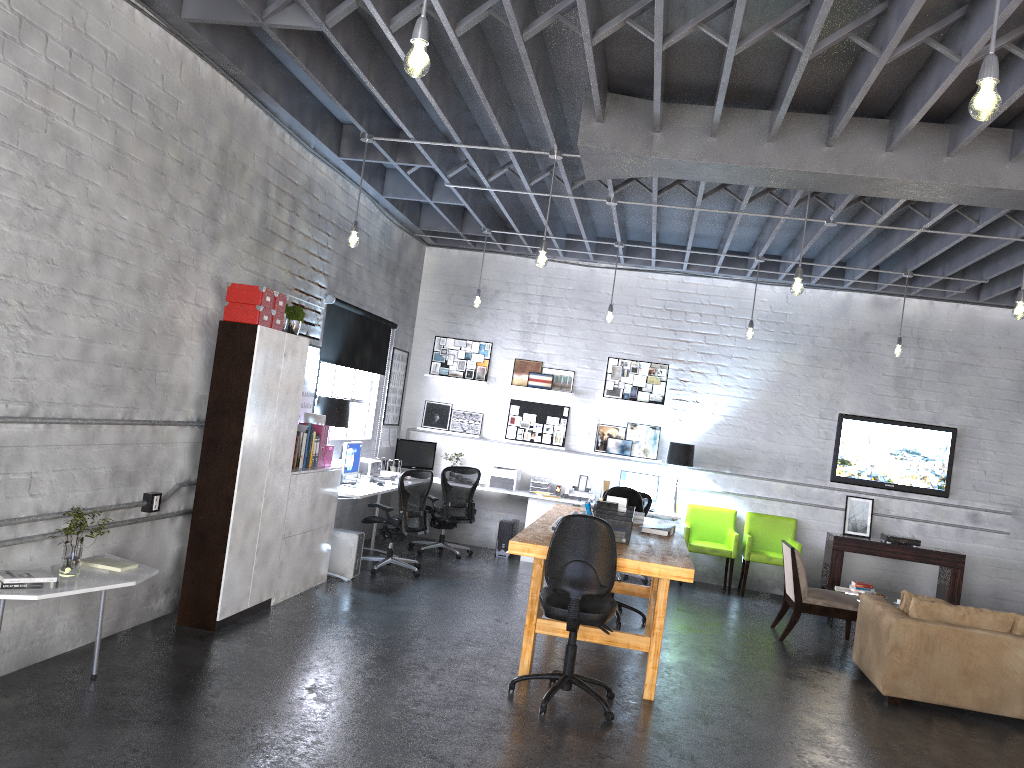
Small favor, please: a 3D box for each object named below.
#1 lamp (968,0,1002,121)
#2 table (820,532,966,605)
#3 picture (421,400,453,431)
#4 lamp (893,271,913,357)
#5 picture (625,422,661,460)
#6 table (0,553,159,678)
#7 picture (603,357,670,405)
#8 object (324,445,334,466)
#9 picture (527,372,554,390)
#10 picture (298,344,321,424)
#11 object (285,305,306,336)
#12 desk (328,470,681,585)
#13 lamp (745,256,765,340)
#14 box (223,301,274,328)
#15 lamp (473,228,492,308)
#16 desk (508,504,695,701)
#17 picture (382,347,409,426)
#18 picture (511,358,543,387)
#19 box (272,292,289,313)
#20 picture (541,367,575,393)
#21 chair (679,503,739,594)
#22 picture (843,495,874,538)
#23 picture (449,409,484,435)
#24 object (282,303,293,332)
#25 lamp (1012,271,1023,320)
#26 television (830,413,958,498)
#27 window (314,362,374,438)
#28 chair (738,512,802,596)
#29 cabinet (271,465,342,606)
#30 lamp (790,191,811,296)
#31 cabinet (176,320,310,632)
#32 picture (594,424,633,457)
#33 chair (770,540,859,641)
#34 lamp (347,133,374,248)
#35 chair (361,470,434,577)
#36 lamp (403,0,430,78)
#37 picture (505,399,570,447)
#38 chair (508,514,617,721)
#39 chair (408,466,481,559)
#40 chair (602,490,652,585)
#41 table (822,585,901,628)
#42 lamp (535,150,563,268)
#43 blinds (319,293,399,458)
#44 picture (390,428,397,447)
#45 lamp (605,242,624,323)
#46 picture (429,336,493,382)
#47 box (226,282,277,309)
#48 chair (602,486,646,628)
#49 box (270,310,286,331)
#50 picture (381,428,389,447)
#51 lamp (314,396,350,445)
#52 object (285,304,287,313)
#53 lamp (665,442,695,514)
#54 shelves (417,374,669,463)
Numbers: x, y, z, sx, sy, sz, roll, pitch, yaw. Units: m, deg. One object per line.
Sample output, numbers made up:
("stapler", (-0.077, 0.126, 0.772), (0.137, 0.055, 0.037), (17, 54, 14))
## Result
("lamp", (1.538, -1.262, 2.792), (0.104, 0.878, 0.104), (7, -1, 27))
("table", (4.307, 2.219, 10.103), (1.410, 0.819, 0.404), (7, -1, 9))
("picture", (-0.947, 0.398, 11.172), (0.355, 0.343, 0.042), (7, -1, 9))
("lamp", (4.010, -0.711, 9.101), (0.104, 0.878, 0.104), (8, -1, -37))
("picture", (1.579, 0.694, 10.765), (0.409, 0.408, 0.047), (8, -1, 9))
("table", (-2.319, 1.277, 4.622), (0.517, 0.532, 1.337), (8, -2, 9))
("picture", (1.510, -0.036, 10.799), (0.749, 0.503, 0.058), (7, -1, 9))
("object", (-1.711, 0.617, 7.826), (0.214, 0.177, 0.161), (7, -1, 9))
("picture", (0.347, -0.033, 10.969), (0.311, 0.196, 0.029), (7, -1, 9))
("picture", (-1.866, 0.027, 7.948), (0.020, 0.780, 0.607), (8, -1, 9))
("object", (-1.648, -0.480, 6.694), (0.169, 0.240, 0.171), (8, -1, 8))
("desk", (-0.037, 1.620, 9.334), (3.573, 0.785, 3.301), (7, -2, 9))
("lamp", (2.553, -0.900, 9.335), (0.104, 0.878, 0.104), (8, -1, 9))
("box", (-1.790, -0.468, 6.012), (0.270, 0.131, 0.206), (7, -2, 9))
("lamp", (-0.333, -1.276, 9.797), (0.104, 0.878, 0.104), (8, -1, 9))
("desk", (0.683, 1.556, 6.683), (1.114, 0.926, 2.834), (7, -2, 9))
("picture", (-1.408, 0.043, 10.778), (0.020, 0.935, 0.659), (8, -1, 9))
("picture", (0.184, -0.128, 11.016), (0.355, 0.343, 0.042), (7, -1, 9))
("box", (-1.742, -0.586, 6.220), (0.268, 0.133, 0.206), (7, -2, 9))
("picture", (0.556, -0.046, 10.952), (0.409, 0.277, 0.036), (7, -1, 9))
("chair", (2.299, 1.904, 10.368), (0.611, 0.920, 0.516), (8, -1, 9))
("picture", (4.033, 1.545, 10.323), (0.308, 0.457, 0.092), (8, -1, 9))
("picture", (-0.575, 0.480, 11.108), (0.409, 0.277, 0.036), (7, -1, 9))
("object", (-1.716, -0.494, 6.554), (0.169, 0.240, 0.171), (9, -2, -42))
("lamp", (3.546, -0.876, 6.111), (0.104, 0.878, 0.104), (8, -1, -37))
("television", (4.429, 0.828, 10.304), (1.323, 0.816, 0.021), (7, -1, 9))
("window", (-1.746, -0.042, 9.222), (0.030, 1.219, 1.823), (8, -2, 9))
("chair", (2.979, 1.993, 10.259), (0.611, 0.920, 0.516), (8, -1, 9))
("cabinet", (-1.890, 1.181, 7.346), (0.465, 1.021, 1.152), (8, -2, 9))
("lamp", (2.089, -1.066, 6.344), (0.104, 0.878, 0.104), (8, -1, 9))
("cabinet", (-1.884, 0.629, 6.316), (0.291, 2.046, 0.873), (8, -1, 9))
("picture", (1.244, 0.682, 10.809), (0.452, 0.345, 0.054), (7, -1, 9))
("chair", (2.844, 1.943, 8.176), (0.724, 0.842, 0.575), (8, -1, 9))
("lamp", (-1.178, -1.491, 6.868), (0.104, 0.878, 0.104), (8, -1, 9))
("chair", (-1.168, 1.323, 8.759), (0.752, 1.031, 0.732), (7, -1, 13))
("lamp", (-0.278, -1.499, 3.083), (0.104, 0.878, 0.104), (7, -1, 27))
("picture", (0.313, 0.481, 10.965), (0.749, 0.503, 0.058), (7, -1, 9))
("chair", (0.373, 1.350, 5.417), (0.659, 1.164, 0.687), (8, -1, 7))
("chair", (-0.774, 1.424, 10.171), (0.752, 1.031, 0.733), (7, -2, 33))
("chair", (1.176, 1.684, 10.014), (0.732, 1.031, 0.752), (8, -1, -22))
("table", (3.702, 2.367, 9.183), (0.872, 0.300, 0.874), (7, -2, 13))
("lamp", (0.273, -1.302, 6.635), (0.104, 0.878, 0.104), (8, -1, 9))
("blinds", (-1.623, 0.035, 9.199), (0.100, 1.631, 2.121), (8, -2, 9))
("picture", (-1.455, 0.662, 10.944), (0.036, 0.221, 0.289), (8, -2, 9))
("lamp", (1.101, -1.090, 9.567), (0.104, 0.878, 0.104), (8, -1, 9))
("picture", (-0.643, -0.317, 11.144), (0.749, 0.503, 0.058), (7, -1, 9))
("box", (-1.773, -0.596, 6.014), (0.270, 0.131, 0.206), (7, -2, 9))
("chair", (0.952, 1.514, 7.920), (0.659, 1.164, 0.687), (8, -1, 7))
("box", (-1.758, -0.456, 6.218), (0.270, 0.131, 0.206), (7, -2, 9))
("picture", (-1.508, 0.643, 10.601), (0.036, 0.221, 0.289), (8, -2, 9))
("lamp", (-1.692, 0.538, 8.145), (0.334, 0.831, 0.333), (8, -1, -29))
("object", (-1.713, -0.499, 6.404), (0.169, 0.240, 0.171), (7, -2, 38))
("lamp", (1.958, 1.114, 10.481), (0.334, 0.831, 0.333), (8, -1, -29))
("shelves", (0.358, 0.415, 10.889), (3.023, 0.694, 0.199), (7, -1, 9))
